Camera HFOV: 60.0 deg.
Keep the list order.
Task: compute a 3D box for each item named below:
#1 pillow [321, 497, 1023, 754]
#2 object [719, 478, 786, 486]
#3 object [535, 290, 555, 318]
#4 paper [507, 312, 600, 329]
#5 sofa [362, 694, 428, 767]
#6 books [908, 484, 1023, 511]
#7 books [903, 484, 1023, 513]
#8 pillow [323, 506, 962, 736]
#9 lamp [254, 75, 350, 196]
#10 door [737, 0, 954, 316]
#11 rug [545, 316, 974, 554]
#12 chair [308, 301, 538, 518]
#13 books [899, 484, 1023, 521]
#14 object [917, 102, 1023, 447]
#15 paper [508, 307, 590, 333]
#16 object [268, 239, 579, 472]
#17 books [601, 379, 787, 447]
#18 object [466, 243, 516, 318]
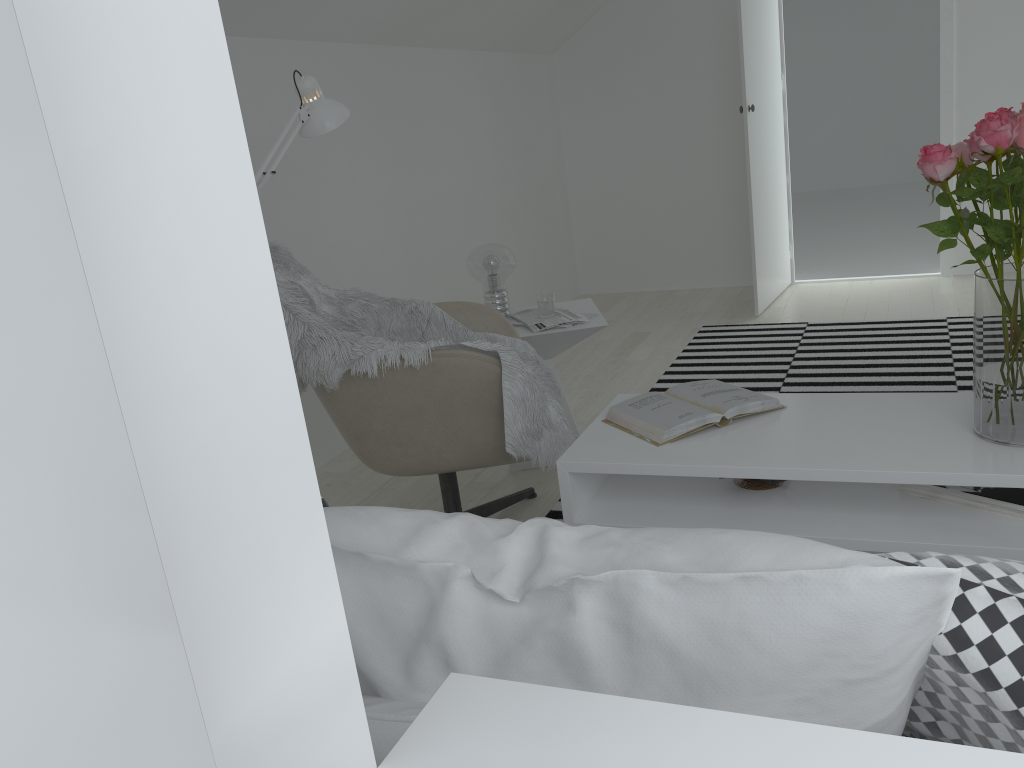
[{"bbox_3d":[0.162,0.253,0.988,2.488,0.513,0.676,0,18,26],"label":"pillow"},{"bbox_3d":[0.542,0.170,1.929,0.194,0.088,0.186,-4,16,14],"label":"object"},{"bbox_3d":[0.122,-0.282,3.144,0.067,0.087,0.067,-1,17,22],"label":"object"},{"bbox_3d":[0.126,-0.234,3.159,0.312,0.015,0.205,5,20,39],"label":"paper"},{"bbox_3d":[0.212,0.492,1.094,2.647,0.768,0.917,-1,17,24],"label":"sofa"},{"bbox_3d":[0.930,0.180,1.739,0.207,0.012,0.257,-19,19,-35],"label":"books"},{"bbox_3d":[0.939,0.191,1.745,0.191,0.014,0.254,-21,20,-38],"label":"books"},{"bbox_3d":[0.102,0.294,0.868,0.599,0.505,0.391,-1,17,24],"label":"pillow"},{"bbox_3d":[-0.461,-0.045,2.190,0.196,1.373,0.527,1,18,29],"label":"lamp"},{"bbox_3d":[1.782,-1.569,5.189,1.397,2.055,0.688,-12,16,-16],"label":"door"},{"bbox_3d":[1.056,0.330,2.667,1.846,0.004,4.362,-1,17,24],"label":"rug"},{"bbox_3d":[-0.288,0.037,2.616,0.776,0.941,0.719,-8,16,0],"label":"chair"},{"bbox_3d":[0.938,0.204,1.753,0.191,0.014,0.259,-20,20,-36],"label":"books"},{"bbox_3d":[0.919,-0.203,1.606,0.350,0.599,0.327,8,22,43],"label":"object"},{"bbox_3d":[0.125,-0.237,3.158,0.205,0.024,0.312,-12,16,-14],"label":"paper"},{"bbox_3d":[-0.295,-0.064,2.584,0.954,0.789,0.784,-6,16,6],"label":"object"},{"bbox_3d":[0.405,0.051,1.999,0.342,0.040,0.231,-14,17,-22],"label":"books"},{"bbox_3d":[-0.068,-0.382,3.285,0.185,0.279,0.185,-2,17,18],"label":"object"}]
